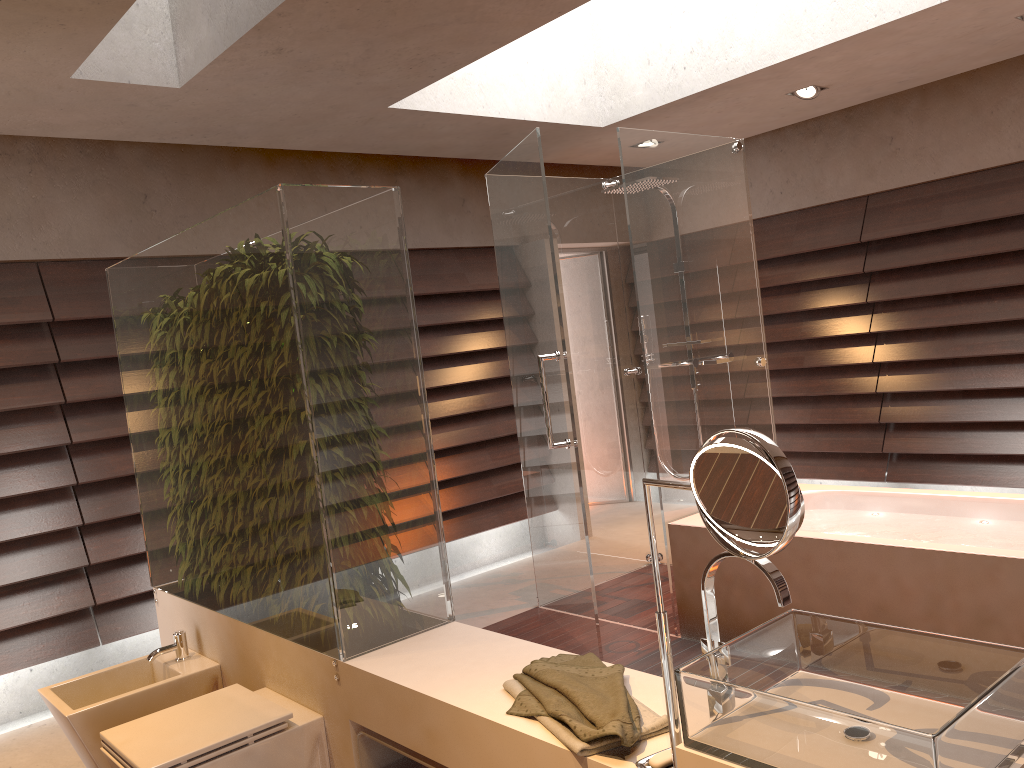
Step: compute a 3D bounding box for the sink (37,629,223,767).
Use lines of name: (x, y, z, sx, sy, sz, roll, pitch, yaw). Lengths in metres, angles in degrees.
sink: (-1.224, 1.078, 2.878, 0.468, 0.456, 0.357, -9, 3, -40)

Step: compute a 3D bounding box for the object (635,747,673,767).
object: (0.264, 0.643, 1.507, 0.108, 0.011, 0.065, -8, 3, -27)

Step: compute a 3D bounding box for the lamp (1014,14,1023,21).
lamp: (2.323, -1.639, 3.888, 0.170, 0.110, 0.165, -9, 3, -40)

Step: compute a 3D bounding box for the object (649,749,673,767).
object: (0.263, 0.636, 1.506, 0.066, 0.016, 0.035, -8, 3, -28)

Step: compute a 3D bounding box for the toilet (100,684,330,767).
toilet: (-0.771, 1.074, 2.346, 0.468, 0.400, 0.357, -9, 3, -40)

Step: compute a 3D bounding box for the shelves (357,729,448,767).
shelves: (-0.091, 1.056, 2.164, 0.368, 0.436, 0.487, -9, 3, -40)

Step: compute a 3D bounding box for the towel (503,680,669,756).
towel: (0.140, 0.638, 1.782, 0.202, 0.027, 0.394, -8, 3, -20)

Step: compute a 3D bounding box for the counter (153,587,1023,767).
counter: (-0.237, 0.940, 2.329, 0.350, 0.686, 2.931, -9, 3, -40)

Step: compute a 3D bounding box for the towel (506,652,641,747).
towel: (0.112, 0.625, 1.806, 0.258, 0.057, 0.571, -7, 3, 1)

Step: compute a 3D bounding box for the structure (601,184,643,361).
structure: (0.765, -0.236, 4.611, 0.385, 1.578, 0.575, -9, 3, -40)

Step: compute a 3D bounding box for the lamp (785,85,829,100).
lamp: (1.583, -1.589, 4.765, 0.170, 0.110, 0.165, -9, 3, -40)

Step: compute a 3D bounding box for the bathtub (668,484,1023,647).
bathtub: (1.703, 0.614, 3.374, 0.994, 0.761, 2.000, -9, 3, -40)

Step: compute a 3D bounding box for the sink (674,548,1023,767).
sink: (0.492, 0.447, 1.380, 0.340, 0.357, 0.486, -9, 3, -40)

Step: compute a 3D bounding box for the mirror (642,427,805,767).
mirror: (0.310, 0.356, 1.303, 0.074, 0.589, 0.316, -9, 3, -38)
